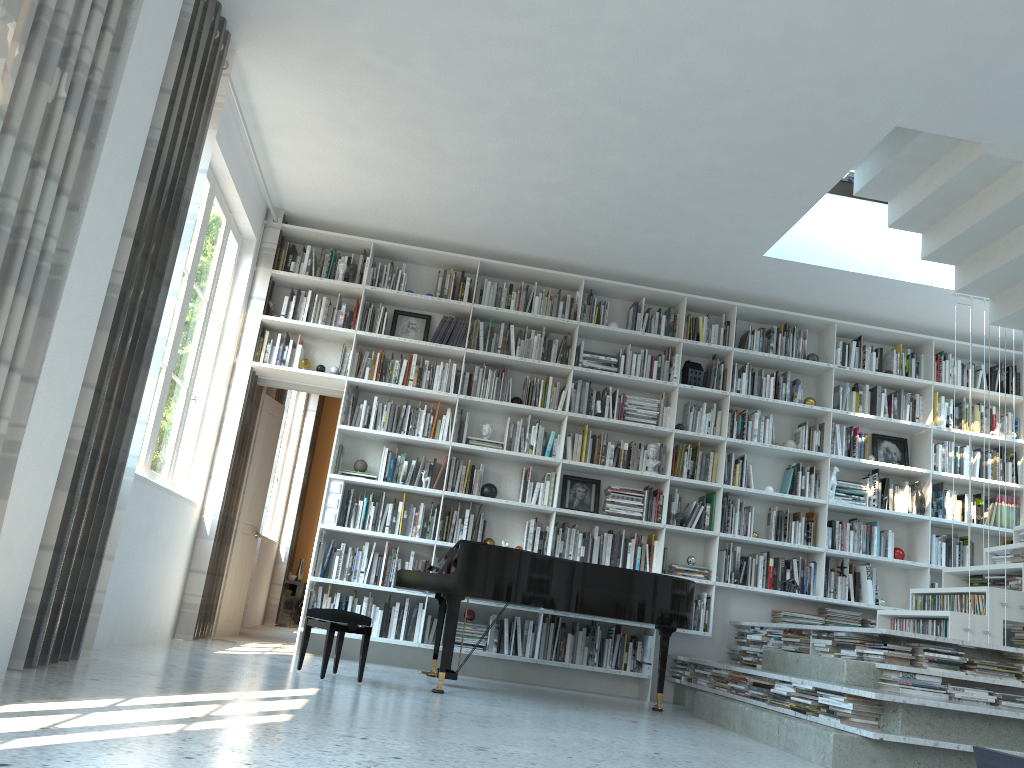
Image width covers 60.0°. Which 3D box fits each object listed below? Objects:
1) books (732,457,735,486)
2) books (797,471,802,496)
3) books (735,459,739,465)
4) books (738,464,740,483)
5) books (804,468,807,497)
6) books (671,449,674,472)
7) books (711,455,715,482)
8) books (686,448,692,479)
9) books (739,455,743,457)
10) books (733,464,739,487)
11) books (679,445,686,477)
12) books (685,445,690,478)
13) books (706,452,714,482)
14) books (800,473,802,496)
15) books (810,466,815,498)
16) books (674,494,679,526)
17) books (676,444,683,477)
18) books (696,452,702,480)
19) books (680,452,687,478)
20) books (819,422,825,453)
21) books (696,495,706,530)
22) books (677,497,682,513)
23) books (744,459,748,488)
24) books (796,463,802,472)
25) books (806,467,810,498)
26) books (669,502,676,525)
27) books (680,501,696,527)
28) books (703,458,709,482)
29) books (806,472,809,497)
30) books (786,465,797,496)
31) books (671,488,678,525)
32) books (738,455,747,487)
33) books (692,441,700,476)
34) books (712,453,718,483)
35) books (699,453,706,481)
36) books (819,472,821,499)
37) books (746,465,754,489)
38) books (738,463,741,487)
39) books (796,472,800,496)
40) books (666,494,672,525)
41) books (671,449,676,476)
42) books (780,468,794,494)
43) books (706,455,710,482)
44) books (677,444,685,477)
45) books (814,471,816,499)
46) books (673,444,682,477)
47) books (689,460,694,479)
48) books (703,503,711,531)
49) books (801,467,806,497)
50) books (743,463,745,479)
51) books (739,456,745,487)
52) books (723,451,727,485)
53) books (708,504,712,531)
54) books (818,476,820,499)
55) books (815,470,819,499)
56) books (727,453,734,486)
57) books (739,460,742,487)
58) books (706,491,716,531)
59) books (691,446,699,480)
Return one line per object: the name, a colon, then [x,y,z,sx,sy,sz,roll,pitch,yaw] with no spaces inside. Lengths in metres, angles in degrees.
books: [1.725,0.715,7.018,0.013,0.255,0.145,9,-14,-5]
books: [2.248,0.815,7.046,0.013,0.218,0.187,9,-14,-5]
books: [1.752,0.725,7.014,0.008,0.242,0.169,9,-14,-5]
books: [1.760,0.742,7.011,0.014,0.208,0.157,9,-14,-5]
books: [2.301,0.804,7.058,0.015,0.259,0.152,9,-14,-5]
books: [1.234,0.642,6.980,0.014,0.243,0.145,9,-14,-5]
books: [1.559,0.695,7.012,0.019,0.247,0.149,9,-14,-5]
books: [1.372,0.650,7.002,0.035,0.277,0.139,9,-14,-5]
books: [1.821,0.719,7.068,0.011,0.299,0.089,9,-14,-5]
books: [1.739,0.741,6.982,0.017,0.191,0.192,9,-14,-5]
books: [1.319,0.631,6.988,0.035,0.292,0.145,9,-14,-5]
books: [1.357,0.634,6.980,0.019,0.293,0.164,9,-14,-5]
books: [1.544,0.679,6.998,0.032,0.265,0.143,9,-14,-5]
books: [2.269,0.817,7.065,0.007,0.229,0.147,9,-14,-5]
books: [2.358,0.803,7.050,0.012,0.273,0.184,9,-14,-5]
books: [1.257,0.995,6.900,0.012,0.265,0.158,9,-14,-5]
books: [1.294,0.627,6.986,0.035,0.292,0.145,9,-14,-5]
books: [1.447,0.671,6.991,0.033,0.252,0.175,9,-14,-5]
books: [1.336,0.661,6.974,0.015,0.231,0.180,9,-14,-5]
books: [2.471,0.460,7.150,0.005,0.277,0.183,9,-14,-5]
books: [1.473,1.020,6.916,0.013,0.285,0.139,9,-14,-5]
books: [1.279,1.008,6.900,0.035,0.248,0.141,9,-14,-5]
books: [1.832,0.734,7.031,0.007,0.253,0.161,9,-14,-5]
books: [2.264,0.784,7.071,0.013,0.294,0.154,9,-14,-5]
books: [2.333,0.804,7.070,0.032,0.274,0.155,9,-14,-5]
books: [1.223,1.020,6.864,0.027,0.191,0.183,9,-14,-5]
books: [1.346,1.024,6.877,0.095,0.227,0.190,9,-14,-5]
books: [1.493,0.698,6.973,0.034,0.204,0.182,9,-14,-5]
books: [2.313,0.821,7.047,0.012,0.224,0.178,9,-14,-5]
books: [2.220,0.790,7.055,0.021,0.263,0.174,9,-14,-5]
books: [1.248,0.972,6.895,0.013,0.306,0.141,9,-14,-5]
books: [1.814,0.713,7.025,0.013,0.286,0.159,9,-14,-5]
books: [1.435,0.626,6.996,0.021,0.336,0.169,9,-14,-5]
books: [1.580,0.687,7.013,0.033,0.268,0.142,9,-14,-5]
books: [1.472,0.674,6.967,0.027,0.241,0.189,9,-14,-5]
books: [2.425,0.830,7.062,0.010,0.245,0.159,9,-14,-5]
books: [1.862,0.755,7.001,0.051,0.209,0.177,9,-14,-5]
books: [1.772,0.741,7.005,0.007,0.211,0.158,9,-14,-5]
books: [2.238,0.818,7.043,0.006,0.209,0.188,9,-14,-5]
books: [1.197,0.991,6.889,0.028,0.252,0.143,9,-14,-5]
books: [1.247,0.646,6.992,0.013,0.246,0.177,9,-14,-5]
books: [2.181,0.798,7.055,0.056,0.240,0.154,9,-14,-5]
books: [1.518,0.690,6.998,0.028,0.239,0.146,9,-14,-5]
books: [1.309,0.626,6.973,0.035,0.292,0.145,9,-14,-5]
books: [2.378,0.826,7.070,0.013,0.244,0.159,9,-14,-5]
books: [1.283,0.623,6.975,0.035,0.292,0.145,9,-14,-5]
books: [1.390,0.701,6.995,0.030,0.180,0.132,9,-14,-5]
books: [1.492,1.048,6.890,0.029,0.222,0.171,9,-14,-5]
books: [2.285,0.800,7.056,0.018,0.262,0.165,9,-14,-5]
books: [1.803,0.718,7.023,0.006,0.273,0.167,9,-14,-5]
books: [1.798,0.718,7.016,0.006,0.269,0.179,9,-14,-5]
books: [1.658,0.685,7.003,0.035,0.287,0.192,9,-14,-5]
books: [1.516,1.053,6.903,0.021,0.226,0.148,9,-14,-5]
books: [2.405,0.846,7.066,0.023,0.211,0.164,9,-14,-5]
books: [2.393,0.820,7.055,0.011,0.252,0.169,9,-14,-5]
books: [1.703,0.693,6.991,0.013,0.278,0.192,9,-14,-5]
books: [1.784,0.731,7.021,0.017,0.242,0.133,9,-14,-5]
books: [1.540,1.008,6.914,0.014,0.324,0.183,9,-14,-5]
books: [1.422,0.641,6.972,0.019,0.292,0.182,9,-14,-5]
